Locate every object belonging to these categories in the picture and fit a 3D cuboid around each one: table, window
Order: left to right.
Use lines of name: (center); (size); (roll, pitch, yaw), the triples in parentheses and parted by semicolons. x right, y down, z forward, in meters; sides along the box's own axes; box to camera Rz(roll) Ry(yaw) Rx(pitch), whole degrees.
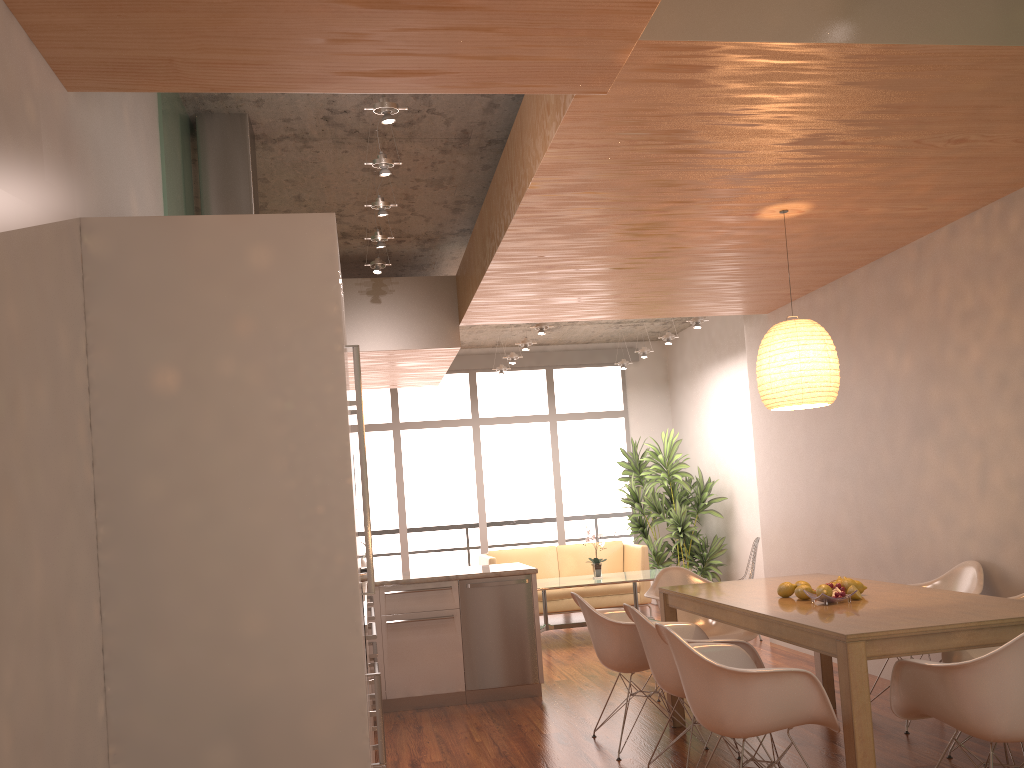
window: (-2.419, 1.360, 11.029); (8.542, 3.267, 0.062); (-3, -2, -9)
table: (0.795, 2.215, 8.750); (1.866, 0.557, 0.949); (-3, -6, -9)
table: (1.573, 1.436, 4.287); (1.024, 0.805, 2.092); (-3, -7, -10)

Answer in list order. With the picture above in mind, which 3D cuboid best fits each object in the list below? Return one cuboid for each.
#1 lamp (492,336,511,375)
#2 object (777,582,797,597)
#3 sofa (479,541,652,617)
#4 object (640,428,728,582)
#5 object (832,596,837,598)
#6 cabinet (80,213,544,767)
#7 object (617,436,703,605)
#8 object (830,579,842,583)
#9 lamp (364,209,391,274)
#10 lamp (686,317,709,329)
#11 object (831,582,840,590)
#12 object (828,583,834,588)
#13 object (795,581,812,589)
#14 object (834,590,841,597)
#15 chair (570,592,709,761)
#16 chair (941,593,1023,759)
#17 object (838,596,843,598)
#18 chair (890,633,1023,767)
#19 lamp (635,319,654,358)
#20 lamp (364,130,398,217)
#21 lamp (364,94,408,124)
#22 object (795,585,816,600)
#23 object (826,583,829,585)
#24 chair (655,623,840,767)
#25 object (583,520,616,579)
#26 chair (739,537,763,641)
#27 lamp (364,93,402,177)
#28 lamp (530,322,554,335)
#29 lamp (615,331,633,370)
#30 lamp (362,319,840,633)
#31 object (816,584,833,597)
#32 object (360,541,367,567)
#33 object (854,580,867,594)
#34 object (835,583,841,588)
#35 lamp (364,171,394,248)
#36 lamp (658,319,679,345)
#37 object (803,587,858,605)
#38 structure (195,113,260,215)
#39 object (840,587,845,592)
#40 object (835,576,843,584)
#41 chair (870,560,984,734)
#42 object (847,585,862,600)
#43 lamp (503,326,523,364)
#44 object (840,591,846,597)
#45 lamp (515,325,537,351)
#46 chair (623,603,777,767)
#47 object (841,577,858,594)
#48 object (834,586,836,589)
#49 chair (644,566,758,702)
lamp: (-0.137, -0.348, 10.684); (0.198, 0.481, 0.135); (-1, -4, -42)
object: (1.358, 1.020, 4.375); (0.077, 0.077, 0.081); (-2, -5, -24)
sofa: (0.585, 2.261, 10.020); (1.798, 0.834, 0.886); (-3, -5, -9)
object: (2.002, 1.573, 10.341); (0.967, 2.095, 1.085); (-4, -3, 3)
object: (1.479, 0.983, 4.048); (0.026, 0.025, 0.026); (-5, -5, 15)
cabinet: (-0.564, 0.911, 4.731); (1.910, 2.262, 4.284); (-3, -6, -10)
object: (1.877, 1.671, 11.006); (1.082, 2.095, 0.969); (-5, -3, 8)
object: (1.554, 0.953, 4.237); (0.065, 0.022, 0.070); (-10, -9, 40)
lamp: (-0.892, -0.959, 5.800); (0.152, 0.468, 0.104); (-2, -3, -42)
lamp: (1.773, -0.775, 8.502); (0.198, 0.481, 0.135); (-1, -4, -42)
object: (1.553, 0.992, 4.254); (0.079, 0.074, 0.083); (-9, -7, 44)
object: (1.521, 0.962, 4.211); (0.026, 0.026, 0.024); (-6, -5, 22)
object: (1.443, 1.013, 4.373); (0.078, 0.077, 0.081); (-1, -6, -35)
object: (1.493, 0.981, 4.092); (0.076, 0.043, 0.093); (-9, -8, 36)
chair: (0.673, 1.555, 4.884); (0.641, 0.857, 0.690); (-3, -4, -15)
chair: (2.418, 1.327, 4.101); (0.640, 0.857, 0.691); (-3, -5, -20)
object: (1.500, 0.981, 4.036); (0.025, 0.026, 0.026); (-6, -5, 19)
chair: (1.784, 1.252, 3.207); (0.682, 0.857, 0.649); (-3, -4, -15)
lamp: (1.504, -0.539, 10.120); (0.198, 0.481, 0.135); (-1, -4, -42)
lamp: (-0.706, -1.122, 4.678); (0.152, 0.468, 0.104); (-2, -3, -42)
lamp: (-0.520, -1.285, 3.559); (0.152, 0.468, 0.104); (-2, -3, -42)
object: (1.400, 0.997, 4.225); (0.081, 0.071, 0.083); (-2, -6, -20)
object: (1.515, 0.969, 4.239); (0.025, 0.026, 0.026); (0, -7, -42)
chair: (0.919, 1.347, 3.506); (0.641, 0.844, 0.690); (-3, -4, -15)
object: (0.842, 1.634, 8.758); (0.297, 0.587, 0.374); (-3, -4, -15)
chair: (2.018, 1.869, 8.084); (0.562, 0.897, 0.545); (-5, -4, 10)
lamp: (-0.613, -1.204, 4.117); (0.152, 0.468, 0.104); (-2, -3, -42)
lamp: (0.266, -0.701, 8.257); (0.198, 0.481, 0.135); (-1, -4, -42)
lamp: (1.369, -0.421, 10.929); (0.198, 0.481, 0.135); (-1, -4, -42)
lamp: (-0.050, 0.573, 5.440); (3.209, 1.340, 3.096); (-3, -7, -10)
object: (1.432, 0.954, 4.045); (0.082, 0.071, 0.081); (-1, -6, -33)
object: (-1.158, 1.260, 6.340); (0.262, 0.304, 0.263); (-5, -5, 7)
object: (1.657, 0.984, 4.264); (0.081, 0.071, 0.083); (-2, -6, -20)
object: (1.548, 0.957, 4.187); (0.024, 0.026, 0.026); (-2, -6, -29)
lamp: (-0.799, -1.040, 5.239); (0.152, 0.468, 0.104); (-2, -3, -42)
lamp: (1.638, -0.657, 9.311); (0.198, 0.481, 0.135); (-1, -4, -42)
object: (1.463, 0.976, 4.056); (0.174, 0.060, 0.176); (-3, -7, -10)
structure: (-1.419, -0.769, 4.480); (0.255, 1.128, 0.264); (-4, -2, -10)
object: (1.566, 0.974, 4.183); (0.026, 0.026, 0.024); (-3, -5, -10)
object: (1.604, 0.987, 4.302); (0.072, 0.100, 0.074); (-6, -5, 25)
chair: (2.339, 1.450, 4.977); (0.641, 0.857, 0.690); (-3, -4, -10)
object: (1.591, 0.969, 4.106); (0.064, 0.068, 0.074); (-7, -6, 28)
lamp: (-0.003, -0.465, 9.875); (0.198, 0.481, 0.135); (-1, -4, -42)
object: (1.525, 0.968, 4.067); (0.026, 0.026, 0.023); (-4, -5, 3)
lamp: (0.132, -0.583, 9.066); (0.198, 0.481, 0.135); (-1, -4, -42)
chair: (0.879, 1.449, 4.200); (0.641, 0.857, 0.690); (-3, -4, -15)
object: (1.609, 0.966, 4.210); (0.074, 0.093, 0.076); (-4, -4, -2)
object: (1.543, 0.972, 4.198); (0.024, 0.026, 0.026); (-2, -6, -29)
chair: (1.234, 1.629, 5.731); (0.681, 0.857, 0.649); (-2, -5, -25)
